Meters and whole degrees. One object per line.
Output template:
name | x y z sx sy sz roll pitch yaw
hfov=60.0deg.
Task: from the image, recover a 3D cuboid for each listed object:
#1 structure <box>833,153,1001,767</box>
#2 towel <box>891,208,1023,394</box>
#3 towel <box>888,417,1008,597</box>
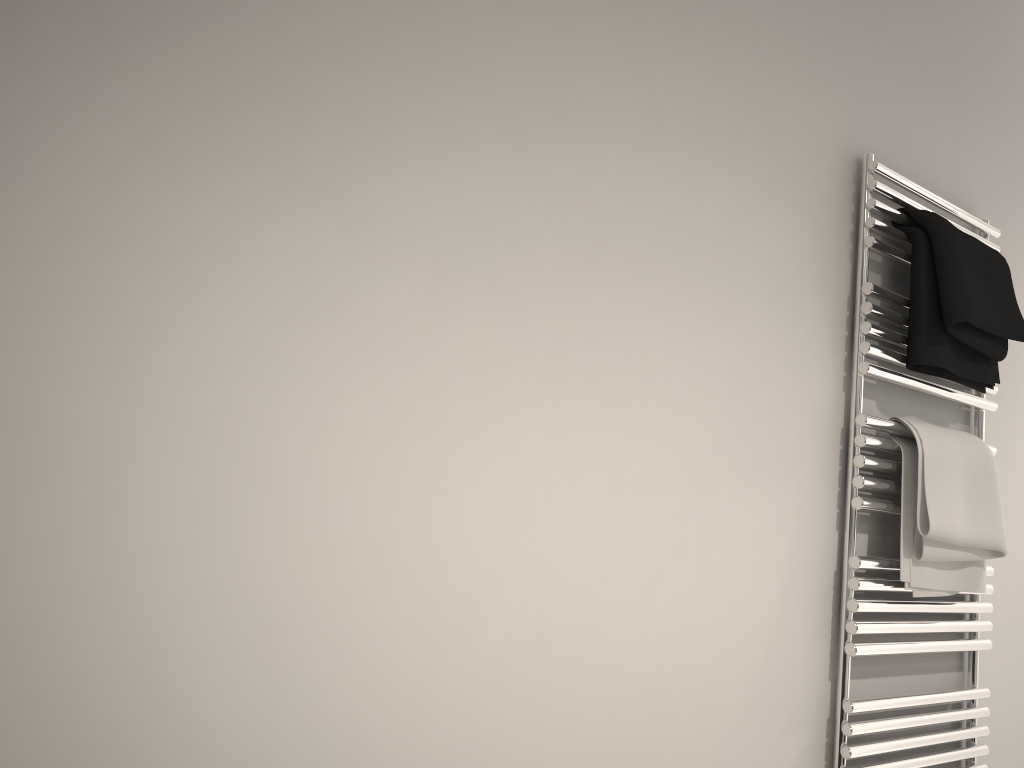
structure | 0.750 0.261 1.613 0.471 1.298 0.039 12 -11 -36
towel | 0.833 -0.150 1.644 0.299 0.311 0.141 13 -11 -39
towel | 0.779 0.226 1.589 0.302 0.311 0.098 12 -10 -35
